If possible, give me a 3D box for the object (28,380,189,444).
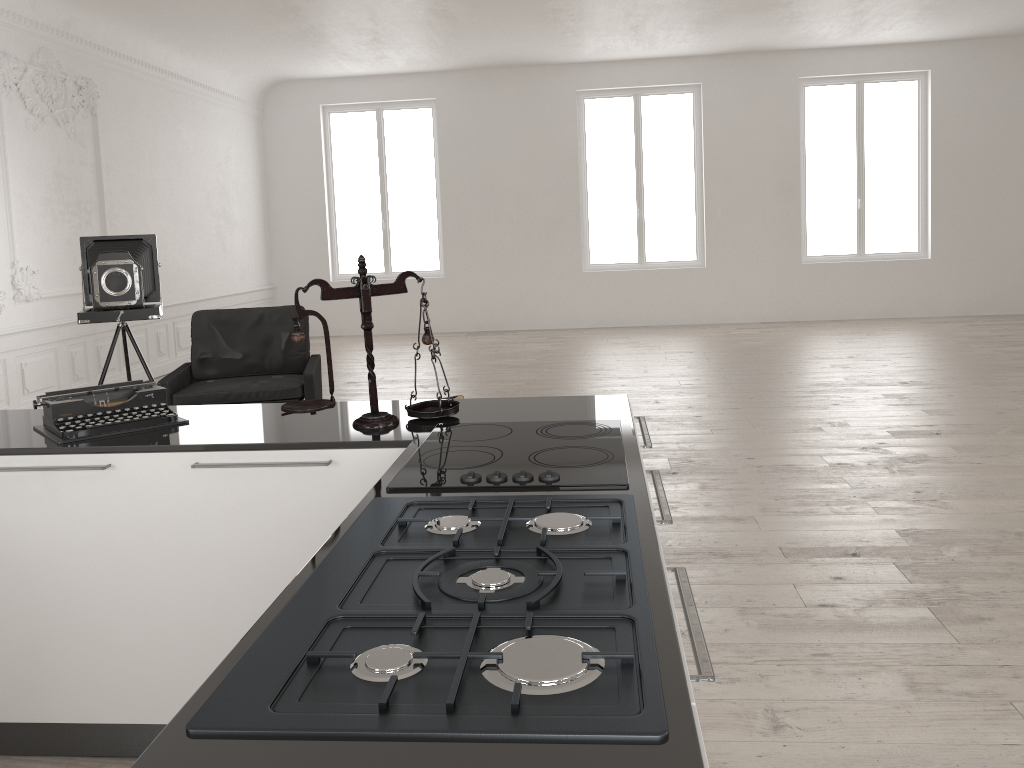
[{"bbox_3d":[-1.218,0.071,2.660,0.385,0.109,0.318,-10,12,-39],"label":"object"}]

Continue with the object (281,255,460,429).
[{"bbox_3d":[-0.403,-0.122,2.507,0.514,0.487,0.169,-5,6,-22],"label":"object"}]

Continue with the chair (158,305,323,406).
[{"bbox_3d":[-1.828,-0.025,6.110,0.974,0.955,1.096,-4,8,-9],"label":"chair"}]

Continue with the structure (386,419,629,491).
[{"bbox_3d":[0.016,0.153,2.134,0.506,0.021,0.634,-1,10,6],"label":"structure"}]

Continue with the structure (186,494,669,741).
[{"bbox_3d":[-0.059,0.293,1.345,0.520,0.014,0.850,-1,10,6],"label":"structure"}]

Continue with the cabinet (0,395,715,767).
[{"bbox_3d":[-1.027,0.714,1.763,2.705,0.875,2.486,-2,9,6],"label":"cabinet"}]

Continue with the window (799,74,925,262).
[{"bbox_3d":[4.990,-3.057,12.589,1.724,2.561,0.071,-2,5,6],"label":"window"}]

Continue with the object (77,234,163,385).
[{"bbox_3d":[-2.748,-0.294,6.280,0.712,1.510,0.659,-5,6,-19],"label":"object"}]

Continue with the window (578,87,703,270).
[{"bbox_3d":[1.877,-2.977,12.887,1.724,2.561,0.071,-2,5,6],"label":"window"}]

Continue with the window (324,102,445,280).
[{"bbox_3d":[-1.912,-2.878,13.251,1.724,2.561,0.071,-2,5,6],"label":"window"}]

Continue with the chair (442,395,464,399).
[{"bbox_3d":[-0.586,0.432,3.674,0.633,0.764,0.784,-8,9,-39],"label":"chair"}]
